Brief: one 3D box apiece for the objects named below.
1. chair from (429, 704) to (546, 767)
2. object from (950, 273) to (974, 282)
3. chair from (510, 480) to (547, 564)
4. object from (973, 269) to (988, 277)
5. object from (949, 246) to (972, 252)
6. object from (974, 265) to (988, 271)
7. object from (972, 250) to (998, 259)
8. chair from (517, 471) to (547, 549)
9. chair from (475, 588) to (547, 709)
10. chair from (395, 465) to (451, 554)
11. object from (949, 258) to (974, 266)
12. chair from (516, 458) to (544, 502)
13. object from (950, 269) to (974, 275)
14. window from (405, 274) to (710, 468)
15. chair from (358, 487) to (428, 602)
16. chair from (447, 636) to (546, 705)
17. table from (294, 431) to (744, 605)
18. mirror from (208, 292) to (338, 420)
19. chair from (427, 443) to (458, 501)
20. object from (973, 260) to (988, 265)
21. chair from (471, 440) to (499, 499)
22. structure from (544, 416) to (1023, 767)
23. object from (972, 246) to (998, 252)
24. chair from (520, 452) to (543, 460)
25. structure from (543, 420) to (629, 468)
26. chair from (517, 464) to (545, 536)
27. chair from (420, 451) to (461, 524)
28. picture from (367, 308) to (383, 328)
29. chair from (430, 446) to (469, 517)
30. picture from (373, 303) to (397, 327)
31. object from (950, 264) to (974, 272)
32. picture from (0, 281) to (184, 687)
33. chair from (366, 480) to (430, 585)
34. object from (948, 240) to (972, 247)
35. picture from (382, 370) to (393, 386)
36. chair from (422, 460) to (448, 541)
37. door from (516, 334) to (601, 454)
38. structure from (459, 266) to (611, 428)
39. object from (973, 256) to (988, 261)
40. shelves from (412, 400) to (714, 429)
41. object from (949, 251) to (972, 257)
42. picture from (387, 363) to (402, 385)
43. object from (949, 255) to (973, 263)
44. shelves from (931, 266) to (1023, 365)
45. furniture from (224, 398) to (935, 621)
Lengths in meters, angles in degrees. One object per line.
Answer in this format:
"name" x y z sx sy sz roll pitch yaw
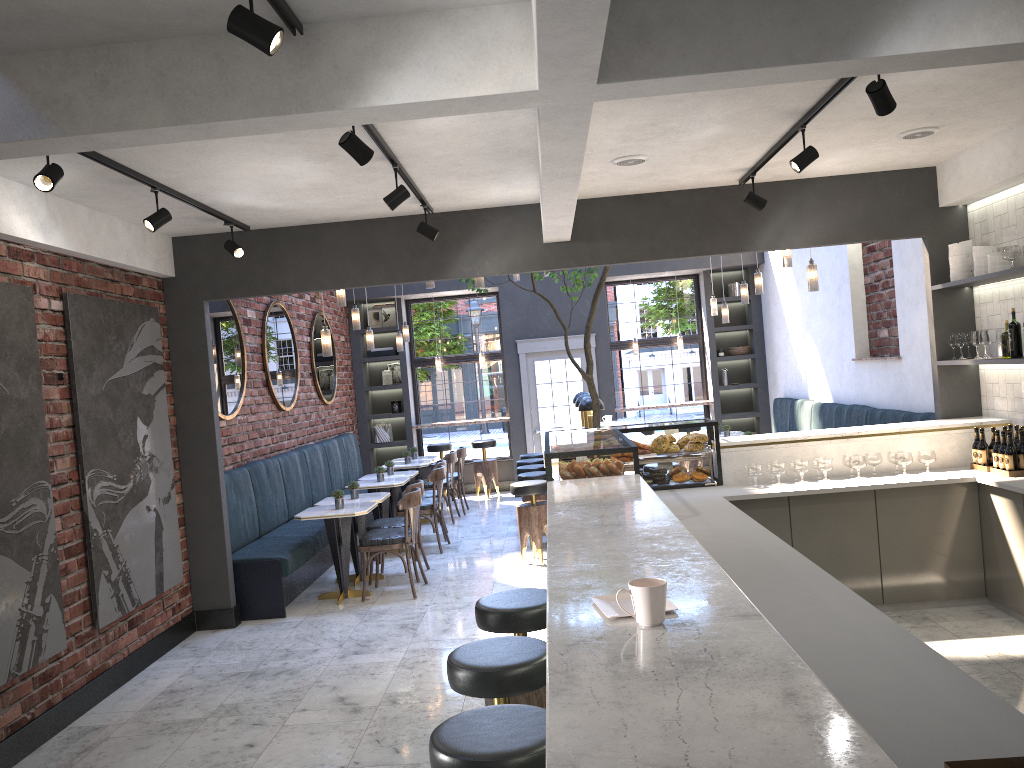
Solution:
"chair" -0.002 1.318 2.355 0.370 0.821 0.372 -6 2 -44
"object" 3.183 -0.748 6.272 0.153 0.055 0.153 -5 1 -36
"chair" 0.196 1.278 8.228 0.370 0.737 0.372 -6 1 -44
"object" 3.237 -0.750 6.050 0.153 0.055 0.153 -5 1 -36
"object" 3.168 -0.940 6.259 0.153 0.067 0.153 -5 1 -41
"object" 3.235 -0.786 6.047 0.153 0.074 0.154 -5 1 5
"object" 3.224 -0.877 6.043 0.153 0.060 0.153 -5 1 -15
"chair" 0.268 1.264 8.929 0.372 0.737 0.370 -4 1 30
"chair" 0.060 1.297 3.695 0.371 0.821 0.370 -6 1 -35
"chair" -0.918 1.302 9.214 0.521 0.851 0.538 -5 1 4
"object" 3.175 -0.845 6.266 0.154 0.075 0.153 -5 1 -30
"chair" 0.261 1.249 10.323 0.370 0.737 0.372 -5 1 -7
"object" 3.182 -0.783 6.269 0.153 0.074 0.154 -5 1 5
"window" 0.310 -1.493 7.173 6.405 5.365 12.707 -5 1 2
"chair" -0.990 1.328 7.436 0.521 0.851 0.538 -5 1 4
"chair" -0.005 1.311 3.012 0.370 0.821 0.371 -5 1 12
"table" 0.643 1.219 9.446 4.599 0.751 4.829 -5 1 2
"mirror" -2.480 -0.462 9.530 0.036 1.510 4.772 -5 1 2
"chair" -1.024 1.287 12.959 0.370 0.821 0.372 -6 1 -35
"object" 3.234 -0.815 6.045 0.153 0.062 0.153 -4 1 32
"chair" -0.381 1.233 12.908 0.371 0.821 0.370 -6 1 -35
"structure" 1.781 0.911 3.687 3.205 1.300 5.804 -5 1 2
"object" 3.222 -0.912 6.039 0.154 0.076 0.153 -5 1 24
"chair" 0.310 1.237 11.032 0.370 0.737 0.372 -6 1 -44
"structure" 0.879 1.048 9.544 0.990 1.050 3.489 -5 1 2
"chair" 0.263 1.257 9.629 0.370 0.737 0.372 -6 1 -44
"chair" -0.912 1.282 10.995 0.521 0.851 0.538 -5 1 4
"picture" -2.060 -0.982 13.336 0.230 0.313 0.061 -5 1 2
"chair" -0.820 1.268 11.571 0.521 0.851 0.497 -5 1 1
"picture" -1.896 -1.021 13.363 0.361 0.369 0.055 -5 1 2
"object" 3.180 -0.813 6.267 0.153 0.062 0.153 -4 1 32
"picture" -2.583 0.467 5.122 0.033 2.028 2.820 -5 1 2
"chair" -1.027 1.325 8.016 0.521 0.851 0.538 -5 1 4
"object" 3.162 -0.972 6.257 0.153 0.070 0.153 -5 1 -41
"picture" -1.880 -0.095 13.368 0.161 0.227 0.049 -5 1 3
"chair" -0.955 1.298 9.847 0.521 0.851 0.538 -5 1 -4
"door" 0.711 0.442 12.585 1.132 2.219 0.152 -5 1 2
"structure" 0.659 -1.397 8.519 2.805 5.990 3.745 -6 1 -44
"object" 3.228 -0.848 6.044 0.154 0.075 0.153 -5 1 -30
"shelves" 0.734 0.454 13.115 4.403 0.043 0.384 -5 1 2
"object" 3.169 -0.910 6.261 0.154 0.076 0.153 -5 1 24
"picture" -1.755 -0.156 13.387 0.247 0.326 0.044 -5 1 3
"object" 3.171 -0.875 6.265 0.153 0.060 0.153 -5 1 -15
"shelves" 3.171 -0.413 4.697 0.300 0.580 3.599 -5 1 2
"furniture" 0.629 1.019 9.486 6.021 1.151 5.340 -5 1 2
